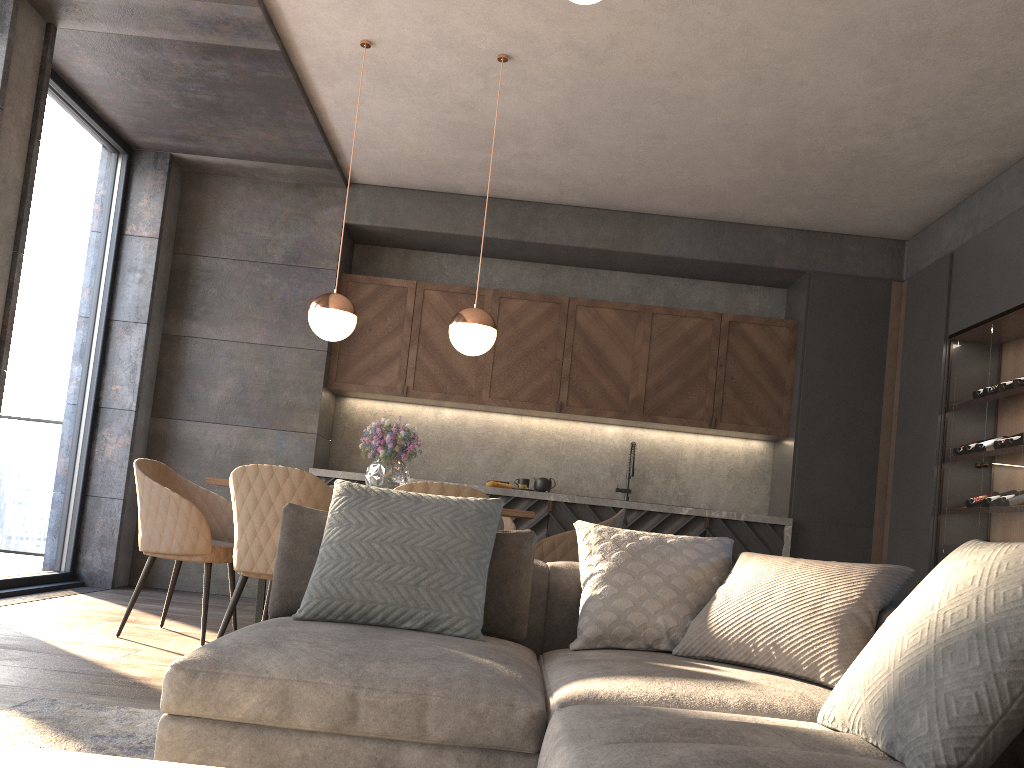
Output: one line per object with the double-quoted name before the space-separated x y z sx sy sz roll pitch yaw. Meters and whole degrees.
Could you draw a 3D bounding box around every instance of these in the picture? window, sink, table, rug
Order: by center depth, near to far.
"table" -0.834 0.566 0.755 0.930 0.306 0.940 6 -9 0
"rug" -0.613 0.816 1.169 1.729 0.020 3.175 6 -9 1
"window" -2.777 -0.724 2.366 0.199 2.972 7.339 6 -8 1
"table" -0.668 0.930 4.269 1.466 0.763 0.776 6 -7 0
"sink" 0.956 0.692 6.512 0.962 0.543 0.465 6 -6 0

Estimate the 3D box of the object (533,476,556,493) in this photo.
"object" 0.233 0.752 6.554 0.137 0.136 0.153 9 -8 -27

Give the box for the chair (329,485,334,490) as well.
"chair" -0.929 0.964 4.857 0.555 0.830 0.514 7 -5 -5

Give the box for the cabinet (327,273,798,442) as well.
"cabinet" 0.378 -0.189 6.649 3.391 0.860 0.372 6 -5 0

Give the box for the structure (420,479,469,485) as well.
"structure" -0.557 0.732 6.478 0.610 0.017 0.509 6 -9 0

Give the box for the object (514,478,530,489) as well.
"object" 0.078 0.753 6.556 0.090 0.103 0.113 2 -8 32

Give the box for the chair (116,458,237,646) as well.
"chair" -1.577 0.802 4.276 0.510 0.830 0.560 6 -6 5

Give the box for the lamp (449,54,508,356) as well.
"lamp" -0.126 -0.901 4.431 0.240 1.533 0.239 8 -5 -24

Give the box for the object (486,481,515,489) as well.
"object" -0.078 0.743 6.414 0.071 0.054 0.304 0 -11 41

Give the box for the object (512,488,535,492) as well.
"object" 0.082 0.769 6.386 0.170 0.020 0.172 2 -10 26

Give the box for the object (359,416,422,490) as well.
"object" -0.595 0.356 4.340 0.300 0.406 0.329 9 -7 -29

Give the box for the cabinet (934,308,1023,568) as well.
"cabinet" 2.882 0.430 5.083 0.337 1.573 1.007 6 -6 1

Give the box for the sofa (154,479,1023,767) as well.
"sofa" 0.246 0.588 1.612 2.023 0.777 2.940 6 -9 0

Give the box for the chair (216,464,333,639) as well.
"chair" -0.941 0.777 3.704 0.554 0.830 0.515 5 -6 10

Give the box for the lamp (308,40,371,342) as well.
"lamp" -0.823 -0.974 4.433 0.239 1.533 0.241 6 -4 6

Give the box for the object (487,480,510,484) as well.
"object" -0.105 0.751 6.562 0.157 0.067 0.117 8 -8 -14

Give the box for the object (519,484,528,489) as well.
"object" 0.084 0.752 6.387 0.120 0.045 0.117 5 -9 6

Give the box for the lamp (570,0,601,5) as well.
"lamp" -0.178 -1.512 2.257 1.471 1.031 1.019 9 -7 -23

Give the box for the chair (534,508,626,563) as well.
"chair" 0.250 0.989 4.243 0.510 0.830 0.560 6 -6 5

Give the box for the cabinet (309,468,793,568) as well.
"cabinet" 0.221 1.279 6.428 3.391 0.944 0.605 6 -6 0

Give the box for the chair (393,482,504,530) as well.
"chair" -0.332 0.841 3.706 0.555 0.830 0.514 7 -5 -5

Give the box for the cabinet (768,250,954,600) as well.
"cabinet" 2.593 0.580 6.183 1.187 2.735 1.212 6 -5 0

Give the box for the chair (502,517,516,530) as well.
"chair" -0.282 1.028 4.833 0.555 0.830 0.514 6 -5 0
